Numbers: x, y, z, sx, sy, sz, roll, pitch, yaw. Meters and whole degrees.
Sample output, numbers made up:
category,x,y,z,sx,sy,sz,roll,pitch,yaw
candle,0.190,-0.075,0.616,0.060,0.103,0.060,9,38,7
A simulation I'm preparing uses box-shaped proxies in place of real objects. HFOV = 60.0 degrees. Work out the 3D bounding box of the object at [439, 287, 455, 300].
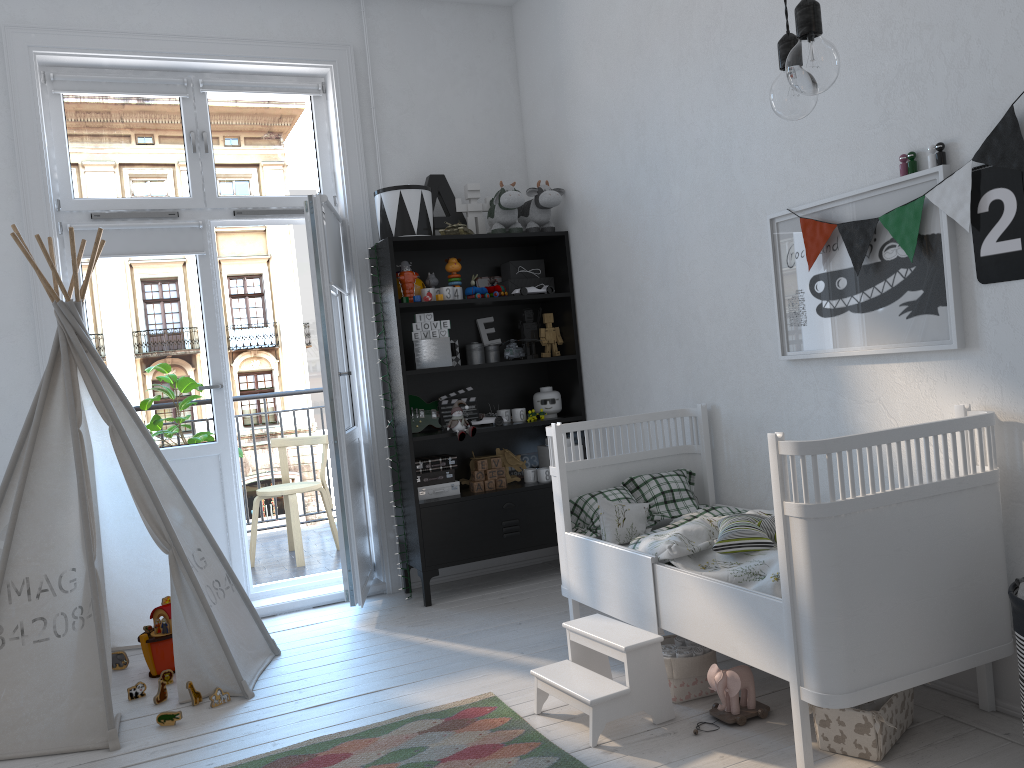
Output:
category,x,y,z,sx,sy,sz,roll,pitch,yaw
object,-0.305,-0.420,4.161,0.067,0.067,0.067,-6,2,-23

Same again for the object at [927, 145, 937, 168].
category,x,y,z,sx,sy,sz,roll,pitch,yaw
object,1.139,-0.615,2.399,0.025,0.064,0.025,-7,2,-28

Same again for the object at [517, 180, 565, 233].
category,x,y,z,sx,sy,sz,roll,pitch,yaw
object,0.096,-0.854,4.379,0.211,0.253,0.386,-7,2,-40

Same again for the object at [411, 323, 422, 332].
category,x,y,z,sx,sy,sz,roll,pitch,yaw
object,-0.442,-0.262,4.109,0.040,0.040,0.040,-6,2,-14

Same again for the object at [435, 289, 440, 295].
category,x,y,z,sx,sy,sz,roll,pitch,yaw
object,-0.359,-0.415,4.201,0.067,0.067,0.067,-4,2,40

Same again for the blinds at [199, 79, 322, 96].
category,x,y,z,sx,sy,sz,roll,pitch,yaw
blinds,-1.195,-1.418,4.243,0.565,0.060,0.032,-6,2,-24

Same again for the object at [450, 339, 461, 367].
category,x,y,z,sx,sy,sz,roll,pitch,yaw
object,-0.296,-0.152,4.399,0.070,0.135,0.028,-6,2,-24

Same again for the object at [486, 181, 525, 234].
category,x,y,z,sx,sy,sz,roll,pitch,yaw
object,-0.041,-0.839,4.314,0.154,0.253,0.370,-6,1,-16

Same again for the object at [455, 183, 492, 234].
category,x,y,z,sx,sy,sz,roll,pitch,yaw
object,-0.187,-0.850,4.430,0.190,0.291,0.065,-6,2,-19

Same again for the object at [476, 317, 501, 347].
category,x,y,z,sx,sy,sz,roll,pitch,yaw
object,-0.118,-0.264,4.489,0.107,0.151,0.055,-6,2,-24

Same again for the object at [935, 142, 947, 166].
category,x,y,z,sx,sy,sz,roll,pitch,yaw
object,1.149,-0.616,2.377,0.025,0.064,0.025,-7,2,-31

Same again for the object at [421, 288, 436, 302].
category,x,y,z,sx,sy,sz,roll,pitch,yaw
object,-0.390,-0.411,4.140,0.067,0.067,0.067,-6,2,-23

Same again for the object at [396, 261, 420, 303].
category,x,y,z,sx,sy,sz,roll,pitch,yaw
object,-0.477,-0.470,4.103,0.105,0.203,0.072,-6,2,-16

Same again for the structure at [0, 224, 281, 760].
category,x,y,z,sx,sy,sz,roll,pitch,yaw
structure,-1.554,0.271,3.233,1.143,1.750,1.142,-4,2,42

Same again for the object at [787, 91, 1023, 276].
category,x,y,z,sx,sy,sz,roll,pitch,yaw
object,1.084,-0.532,2.536,0.058,0.415,0.905,-6,2,-24

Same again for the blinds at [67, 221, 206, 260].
category,x,y,z,sx,sy,sz,roll,pitch,yaw
blinds,-1.691,-0.653,4.014,0.565,0.158,0.032,-6,2,-24

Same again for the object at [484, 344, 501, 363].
category,x,y,z,sx,sy,sz,roll,pitch,yaw
object,-0.058,-0.155,4.376,0.078,0.091,0.246,-6,2,-29

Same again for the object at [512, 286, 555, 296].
category,x,y,z,sx,sy,sz,roll,pitch,yaw
object,0.102,-0.454,4.332,0.230,0.048,0.098,-6,2,-34

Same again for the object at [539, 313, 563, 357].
category,x,y,z,sx,sy,sz,roll,pitch,yaw
object,0.193,-0.244,4.440,0.114,0.221,0.052,-6,2,-24

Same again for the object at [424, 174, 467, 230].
category,x,y,z,sx,sy,sz,roll,pitch,yaw
object,-0.360,-0.859,4.387,0.343,0.344,0.057,-6,2,-24

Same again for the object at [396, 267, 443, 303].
category,x,y,z,sx,sy,sz,roll,pitch,yaw
object,-0.474,-0.468,4.181,0.197,0.197,0.318,-6,2,-27

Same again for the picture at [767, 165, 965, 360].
category,x,y,z,sx,sy,sz,roll,pitch,yaw
picture,1.040,-0.333,2.693,0.030,0.493,0.703,-6,2,-24

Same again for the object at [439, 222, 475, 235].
category,x,y,z,sx,sy,sz,roll,pitch,yaw
object,-0.272,-0.741,4.224,0.121,0.100,0.338,-5,1,11

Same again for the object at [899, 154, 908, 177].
category,x,y,z,sx,sy,sz,roll,pitch,yaw
object,1.102,-0.614,2.490,0.025,0.064,0.025,-7,2,-28

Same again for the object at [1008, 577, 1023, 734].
category,x,y,z,sx,sy,sz,roll,pitch,yaw
object,1.273,0.635,1.891,0.345,0.513,0.346,-7,2,-33

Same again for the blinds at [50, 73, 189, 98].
category,x,y,z,sx,sy,sz,roll,pitch,yaw
blinds,-1.759,-1.343,3.993,0.565,0.087,0.032,-6,2,-24

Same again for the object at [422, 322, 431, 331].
category,x,y,z,sx,sy,sz,roll,pitch,yaw
object,-0.397,-0.267,4.116,0.040,0.040,0.040,-6,2,-4

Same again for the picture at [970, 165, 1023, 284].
category,x,y,z,sx,sy,sz,roll,pitch,yaw
picture,1.236,-0.410,2.254,0.010,0.301,0.152,-6,2,-24

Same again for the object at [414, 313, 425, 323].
category,x,y,z,sx,sy,sz,roll,pitch,yaw
object,-0.429,-0.304,4.110,0.040,0.040,0.040,-6,2,-19

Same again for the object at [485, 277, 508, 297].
category,x,y,z,sx,sy,sz,roll,pitch,yaw
object,-0.087,-0.474,4.346,0.122,0.112,0.087,-4,2,37

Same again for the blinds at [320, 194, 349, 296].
category,x,y,z,sx,sy,sz,roll,pitch,yaw
blinds,-0.810,-0.625,4.094,0.032,0.390,0.565,-6,1,-4

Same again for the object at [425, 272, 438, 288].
category,x,y,z,sx,sy,sz,roll,pitch,yaw
object,-0.385,-0.462,4.303,0.063,0.160,0.063,-4,2,45

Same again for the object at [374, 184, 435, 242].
category,x,y,z,sx,sy,sz,roll,pitch,yaw
object,-0.500,-0.800,4.243,0.272,0.259,0.394,-5,1,5

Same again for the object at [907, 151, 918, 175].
category,x,y,z,sx,sy,sz,roll,pitch,yaw
object,1.112,-0.614,2.464,0.025,0.064,0.025,-6,2,-26

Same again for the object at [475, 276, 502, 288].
category,x,y,z,sx,sy,sz,roll,pitch,yaw
object,-0.016,-0.491,4.549,0.347,0.132,0.037,-6,2,-24

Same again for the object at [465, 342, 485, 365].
category,x,y,z,sx,sy,sz,roll,pitch,yaw
object,-0.182,-0.152,4.413,0.095,0.110,0.095,-6,2,-19

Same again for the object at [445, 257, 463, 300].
category,x,y,z,sx,sy,sz,roll,pitch,yaw
object,-0.273,-0.497,4.219,0.077,0.213,0.077,-5,2,10

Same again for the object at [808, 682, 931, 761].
category,x,y,z,sx,sy,sz,roll,pitch,yaw
object,0.923,0.837,2.315,0.242,0.163,0.360,-4,2,41

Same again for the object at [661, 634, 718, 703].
category,x,y,z,sx,sy,sz,roll,pitch,yaw
object,0.524,0.875,2.758,0.215,0.148,0.240,-6,1,-17

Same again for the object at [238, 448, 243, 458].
category,x,y,z,sx,sy,sz,roll,pitch,yaw
object,-1.896,0.489,5.083,0.720,1.225,0.489,-6,2,-14

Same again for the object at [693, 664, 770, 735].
category,x,y,z,sx,sy,sz,roll,pitch,yaw
object,0.594,0.872,2.494,0.254,0.152,0.125,-6,2,-25

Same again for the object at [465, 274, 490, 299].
category,x,y,z,sx,sy,sz,roll,pitch,yaw
object,-0.169,-0.464,4.264,0.087,0.126,0.121,-4,2,43

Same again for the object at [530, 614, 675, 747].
category,x,y,z,sx,sy,sz,roll,pitch,yaw
object,0.257,0.855,2.609,0.288,0.246,0.332,-6,2,-29

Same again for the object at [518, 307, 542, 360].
category,x,y,z,sx,sy,sz,roll,pitch,yaw
object,0.097,-0.255,4.466,0.117,0.259,0.081,-6,2,-24

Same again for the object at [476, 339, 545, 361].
category,x,y,z,sx,sy,sz,roll,pitch,yaw
object,0.003,-0.167,4.367,0.367,0.106,0.349,-6,1,-22

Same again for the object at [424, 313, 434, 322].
category,x,y,z,sx,sy,sz,roll,pitch,yaw
object,-0.387,-0.308,4.116,0.040,0.040,0.040,-6,2,-14
